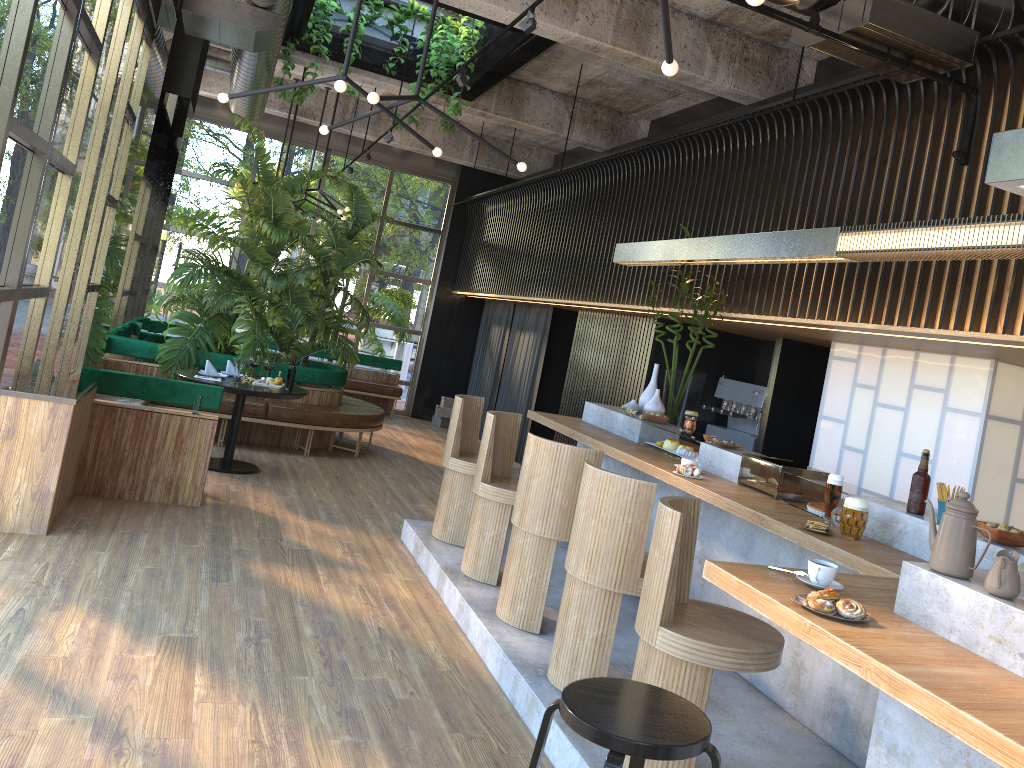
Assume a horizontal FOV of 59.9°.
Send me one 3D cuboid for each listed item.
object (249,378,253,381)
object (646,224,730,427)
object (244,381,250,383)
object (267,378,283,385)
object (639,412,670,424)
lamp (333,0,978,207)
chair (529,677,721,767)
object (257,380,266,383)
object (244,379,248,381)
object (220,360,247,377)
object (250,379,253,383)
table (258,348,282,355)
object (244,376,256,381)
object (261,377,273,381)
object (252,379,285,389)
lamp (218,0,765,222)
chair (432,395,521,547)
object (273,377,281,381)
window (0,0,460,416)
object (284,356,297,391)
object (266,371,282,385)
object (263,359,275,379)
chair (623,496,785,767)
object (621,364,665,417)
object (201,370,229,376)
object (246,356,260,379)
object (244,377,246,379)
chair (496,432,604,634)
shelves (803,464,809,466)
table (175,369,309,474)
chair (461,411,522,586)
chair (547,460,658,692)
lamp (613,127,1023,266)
[{"bbox_3d":[-2.296,-0.037,7.816,0.033,0.032,0.036,11,1,-23],"label":"object"},{"bbox_3d":[1.238,-0.339,6.396,0.659,1.552,0.596,11,-1,18],"label":"object"},{"bbox_3d":[-2.293,-0.018,7.681,0.064,0.013,0.144,10,4,-25],"label":"object"},{"bbox_3d":[-2.080,-0.031,7.818,0.163,0.064,0.099,13,3,40],"label":"object"},{"bbox_3d":[0.971,0.226,6.079,0.195,0.073,0.225,11,3,0],"label":"object"},{"bbox_3d":[-0.950,-2.778,8.316,3.896,1.530,9.762,10,3,-22],"label":"lamp"},{"bbox_3d":[0.268,1.218,2.381,0.530,0.697,0.498,11,0,-25],"label":"chair"},{"bbox_3d":[-2.183,-0.022,7.778,0.104,0.013,0.216,10,4,-15],"label":"object"},{"bbox_3d":[-2.327,-0.034,7.774,0.034,0.019,0.037,11,2,-8],"label":"object"},{"bbox_3d":[-2.503,-0.139,8.019,0.242,0.139,0.224,10,2,-37],"label":"object"},{"bbox_3d":[-2.269,-0.026,7.732,0.033,0.031,0.039,11,1,5],"label":"object"},{"bbox_3d":[-3.586,-0.103,11.337,1.142,0.751,1.057,10,2,-40],"label":"table"},{"bbox_3d":[-2.320,-0.043,7.873,0.100,0.028,0.126,11,3,-5],"label":"object"},{"bbox_3d":[-2.140,-0.034,7.901,0.198,0.038,0.062,12,2,12],"label":"object"},{"bbox_3d":[-2.134,0.002,7.803,0.243,0.019,0.348,10,3,-10],"label":"object"},{"bbox_3d":[1.251,-1.969,4.741,5.230,1.822,18.401,10,3,-19],"label":"lamp"},{"bbox_3d":[-0.220,0.604,6.194,0.555,0.971,0.538,11,-1,-10],"label":"chair"},{"bbox_3d":[-2.116,-0.034,8.013,0.060,0.072,0.205,11,2,-29],"label":"object"},{"bbox_3d":[0.033,-1.879,3.998,4.257,6.494,19.817,11,3,-19],"label":"window"},{"bbox_3d":[-1.921,-0.095,7.740,0.069,0.299,0.068,11,-2,-4],"label":"object"},{"bbox_3d":[-2.073,-0.054,7.725,0.144,0.124,0.096,10,1,-39],"label":"object"},{"bbox_3d":[-2.204,-0.116,8.010,0.106,0.201,0.098,12,-1,-31],"label":"object"},{"bbox_3d":[0.723,0.964,3.297,0.530,0.971,0.563,11,-1,27],"label":"chair"},{"bbox_3d":[0.993,0.052,6.333,0.309,0.398,0.326,11,0,28],"label":"object"},{"bbox_3d":[-2.653,-0.104,7.881,0.247,0.019,0.163,13,4,29],"label":"object"},{"bbox_3d":[-2.339,-0.142,7.999,0.106,0.201,0.098,12,-1,-31],"label":"object"},{"bbox_3d":[-2.378,-0.052,7.878,0.025,0.025,0.046,11,2,-1],"label":"object"},{"bbox_3d":[0.263,0.785,4.763,0.546,0.971,0.548,11,-1,3],"label":"chair"},{"bbox_3d":[2.558,0.752,7.473,0.538,0.035,0.845,10,4,-20],"label":"shelves"},{"bbox_3d":[-2.401,0.349,7.701,1.058,0.751,1.141,12,2,38],"label":"table"},{"bbox_3d":[0.022,0.696,5.448,0.525,0.971,0.568,10,-1,45],"label":"chair"},{"bbox_3d":[0.504,0.878,4.011,0.529,0.971,0.564,11,-1,30],"label":"chair"},{"bbox_3d":[3.213,-1.425,4.537,5.129,2.132,6.543,10,3,-26],"label":"lamp"}]
